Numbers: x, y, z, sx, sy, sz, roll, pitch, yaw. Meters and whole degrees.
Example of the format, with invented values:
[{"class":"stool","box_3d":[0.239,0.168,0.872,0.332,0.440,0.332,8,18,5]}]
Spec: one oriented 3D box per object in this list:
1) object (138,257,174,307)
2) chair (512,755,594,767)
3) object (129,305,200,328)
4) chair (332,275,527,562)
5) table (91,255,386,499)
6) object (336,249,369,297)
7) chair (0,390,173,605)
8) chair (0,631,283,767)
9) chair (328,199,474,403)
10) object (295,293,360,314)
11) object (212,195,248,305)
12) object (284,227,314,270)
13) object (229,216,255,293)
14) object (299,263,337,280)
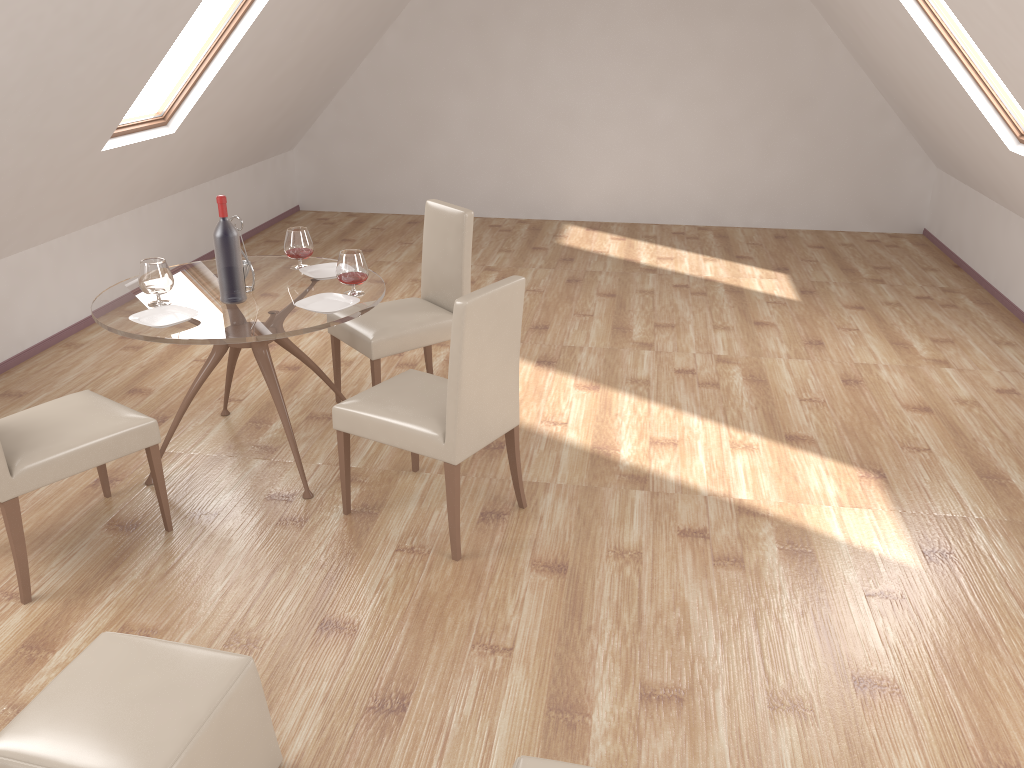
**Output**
[{"class":"object","box_3d":[-1.441,-0.413,3.592,0.136,0.183,0.136,16,28,33]},{"class":"chair","box_3d":[0.172,1.079,1.780,0.506,0.394,0.506,6,24,13]},{"class":"object","box_3d":[-1.344,-0.257,3.433,0.228,0.020,0.228,15,27,32]},{"class":"chair","box_3d":[-0.307,0.059,3.420,0.618,0.999,0.477,15,27,31]},{"class":"table","box_3d":[-1.148,-0.043,3.943,1.198,0.770,1.198,13,26,27]},{"class":"object","box_3d":[-0.671,-0.467,3.726,0.136,0.183,0.136,-5,23,-11]},{"class":"chair","box_3d":[-1.689,0.153,3.188,0.477,0.999,0.618,16,28,33]},{"class":"chair","box_3d":[-0.915,0.913,2.165,0.506,0.394,0.506,5,24,12]},{"class":"chair","box_3d":[-0.538,-0.360,4.408,0.618,0.999,0.477,-16,28,-33]},{"class":"object","box_3d":[-0.746,-0.323,3.593,0.228,0.020,0.228,14,26,29]},{"class":"object","box_3d":[-1.144,-0.540,3.569,0.109,0.435,0.109,2,23,5]},{"class":"object","box_3d":[-0.986,-0.628,4.104,0.136,0.183,0.136,-5,23,-11]},{"class":"object","box_3d":[-1.145,-0.547,3.731,0.086,0.322,0.096,-12,26,-26]},{"class":"object","box_3d":[-0.838,-0.508,4.031,0.228,0.020,0.228,-15,28,-33]}]
